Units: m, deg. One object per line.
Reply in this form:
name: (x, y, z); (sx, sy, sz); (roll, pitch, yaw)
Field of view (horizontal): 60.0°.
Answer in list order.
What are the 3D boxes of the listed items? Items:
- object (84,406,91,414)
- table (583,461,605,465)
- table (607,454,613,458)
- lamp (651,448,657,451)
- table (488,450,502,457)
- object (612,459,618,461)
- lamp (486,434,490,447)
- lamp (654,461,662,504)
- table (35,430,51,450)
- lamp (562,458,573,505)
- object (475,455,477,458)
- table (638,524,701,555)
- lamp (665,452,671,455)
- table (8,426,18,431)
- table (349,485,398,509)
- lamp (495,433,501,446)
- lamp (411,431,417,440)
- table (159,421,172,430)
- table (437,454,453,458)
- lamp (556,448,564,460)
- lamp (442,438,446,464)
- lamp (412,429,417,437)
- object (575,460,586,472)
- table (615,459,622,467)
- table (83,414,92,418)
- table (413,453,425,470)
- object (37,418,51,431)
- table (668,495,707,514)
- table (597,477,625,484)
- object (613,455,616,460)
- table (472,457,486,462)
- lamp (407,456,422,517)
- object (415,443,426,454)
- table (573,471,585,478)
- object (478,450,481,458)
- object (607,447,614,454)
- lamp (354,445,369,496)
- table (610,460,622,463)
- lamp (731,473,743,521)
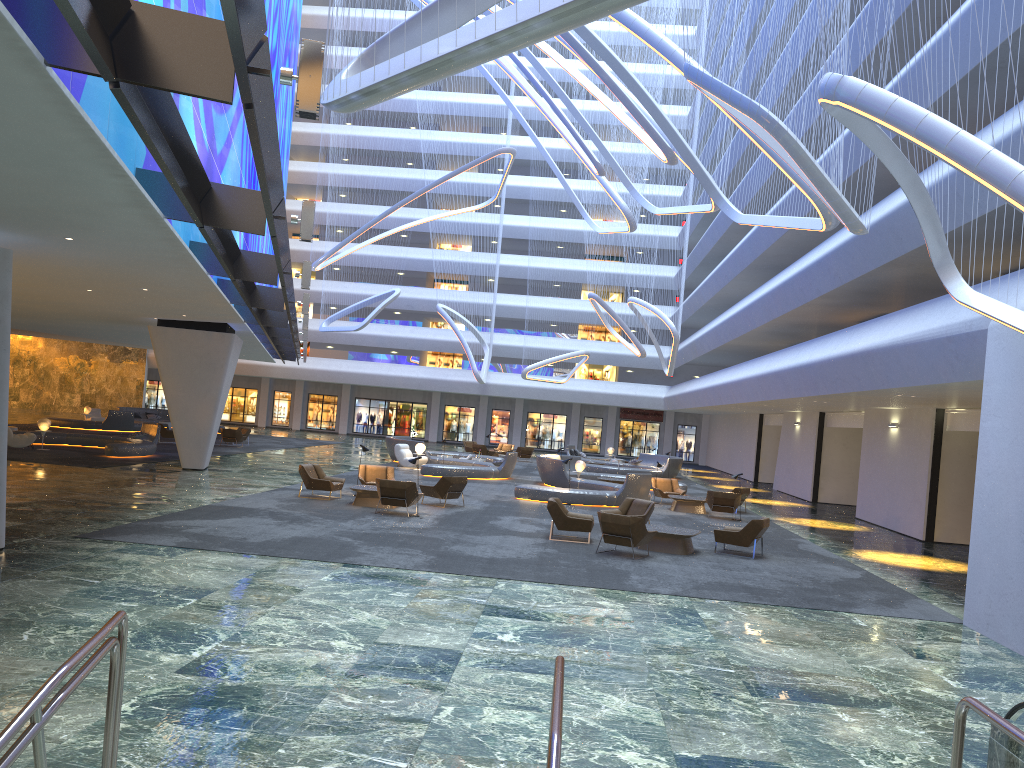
object: (-20.864, 1.287, 43.558); (0.366, 0.387, 0.318); (5, -1, 11)
table: (3.828, 3.933, 42.209); (1.202, 0.392, 1.204); (5, -2, 4)
table: (5.416, 4.198, 49.137); (0.418, 0.595, 0.427); (5, -1, -22)
lamp: (6.958, 3.798, 43.704); (0.384, 1.300, 0.202); (5, 0, 4)
table: (-1.226, 3.605, 45.101); (1.201, 0.392, 1.205); (3, -2, 40)
object: (5.422, 3.994, 46.594); (0.381, 0.038, 0.381); (5, -2, -4)
lamp: (-1.200, 3.097, 43.376); (0.202, 1.300, 0.383); (5, 0, -33)
lamp: (4.452, 3.024, 27.205); (0.201, 1.300, 0.384); (5, 0, 21)
table: (-14.726, 1.762, 27.837); (0.427, 0.595, 0.418); (5, -1, 3)
lamp: (1.509, 2.683, 24.517); (0.384, 1.300, 0.202); (5, 0, 21)
object: (-1.521, 3.059, 37.540); (0.071, 0.118, 0.151); (5, -1, 14)
table: (3.005, 3.010, 17.153); (1.202, 0.392, 1.205); (4, -2, 22)
lamp: (6.961, 3.660, 39.645); (0.202, 1.300, 0.383); (5, 0, -37)
table: (-17.996, 1.731, 31.740); (0.671, 0.406, 0.673); (5, -1, -9)
table: (-3.120, 2.605, 20.474); (1.202, 0.392, 1.204); (5, -2, 4)
lamp: (-0.781, 3.251, 46.855); (0.384, 1.300, 0.201); (5, 0, -34)
lamp: (-4.216, 2.646, 37.615); (0.384, 1.300, 0.202); (5, 0, -3)
table: (-18.502, 2.219, 47.283); (0.672, 0.406, 0.672); (6, -2, -42)
table: (-2.836, 3.203, 37.334); (0.673, 0.406, 0.672); (4, -2, 23)
lamp: (1.744, 2.984, 32.764); (0.384, 1.300, 0.202); (5, 0, 21)
lamp: (-2.508, 2.614, 32.434); (0.202, 1.300, 0.384); (5, 0, -20)
lamp: (-4.490, 2.705, 40.013); (0.202, 1.300, 0.383); (5, 0, -42)
object: (2.317, 2.785, 30.058); (0.366, 0.387, 0.318); (5, -1, 11)
table: (5.171, 3.963, 43.104); (0.418, 0.595, 0.428); (5, -1, 0)
table: (-20.948, 1.771, 43.531); (0.418, 0.595, 0.428); (5, -1, 3)
table: (-3.473, 2.885, 32.892); (0.418, 0.595, 0.427); (5, -1, -22)
object: (-14.711, 1.272, 27.880); (0.318, 0.387, 0.367); (5, -1, 11)
table: (5.089, 3.471, 25.535); (1.203, 0.392, 1.204); (5, -2, 4)
table: (3.565, 3.528, 30.981); (1.202, 0.392, 1.204); (5, -2, 4)
object: (5.394, 3.880, 46.557); (0.131, 0.252, 0.103); (5, 0, -13)
table: (-1.335, 3.336, 37.507); (0.674, 0.406, 0.670); (6, -2, -34)
lamp: (-2.102, 2.192, 19.058); (0.384, 1.300, 0.202); (5, 0, 21)
object: (-3.404, 2.400, 32.934); (0.367, 0.387, 0.318); (5, -1, -14)
table: (2.233, 3.269, 30.031); (0.418, 0.595, 0.428); (5, -1, 3)
object: (-1.382, 2.954, 37.622); (0.066, 0.356, 0.076); (5, 0, -29)
object: (5.485, 3.713, 49.179); (0.367, 0.387, 0.318); (5, -1, -14)
lamp: (-3.757, 2.158, 22.144); (0.201, 1.300, 0.384); (5, 0, 21)
table: (5.453, 4.215, 46.485); (0.671, 0.406, 0.674); (5, -1, 0)
lamp: (6.107, 3.058, 24.119); (0.384, 1.300, 0.202); (5, 0, 21)
